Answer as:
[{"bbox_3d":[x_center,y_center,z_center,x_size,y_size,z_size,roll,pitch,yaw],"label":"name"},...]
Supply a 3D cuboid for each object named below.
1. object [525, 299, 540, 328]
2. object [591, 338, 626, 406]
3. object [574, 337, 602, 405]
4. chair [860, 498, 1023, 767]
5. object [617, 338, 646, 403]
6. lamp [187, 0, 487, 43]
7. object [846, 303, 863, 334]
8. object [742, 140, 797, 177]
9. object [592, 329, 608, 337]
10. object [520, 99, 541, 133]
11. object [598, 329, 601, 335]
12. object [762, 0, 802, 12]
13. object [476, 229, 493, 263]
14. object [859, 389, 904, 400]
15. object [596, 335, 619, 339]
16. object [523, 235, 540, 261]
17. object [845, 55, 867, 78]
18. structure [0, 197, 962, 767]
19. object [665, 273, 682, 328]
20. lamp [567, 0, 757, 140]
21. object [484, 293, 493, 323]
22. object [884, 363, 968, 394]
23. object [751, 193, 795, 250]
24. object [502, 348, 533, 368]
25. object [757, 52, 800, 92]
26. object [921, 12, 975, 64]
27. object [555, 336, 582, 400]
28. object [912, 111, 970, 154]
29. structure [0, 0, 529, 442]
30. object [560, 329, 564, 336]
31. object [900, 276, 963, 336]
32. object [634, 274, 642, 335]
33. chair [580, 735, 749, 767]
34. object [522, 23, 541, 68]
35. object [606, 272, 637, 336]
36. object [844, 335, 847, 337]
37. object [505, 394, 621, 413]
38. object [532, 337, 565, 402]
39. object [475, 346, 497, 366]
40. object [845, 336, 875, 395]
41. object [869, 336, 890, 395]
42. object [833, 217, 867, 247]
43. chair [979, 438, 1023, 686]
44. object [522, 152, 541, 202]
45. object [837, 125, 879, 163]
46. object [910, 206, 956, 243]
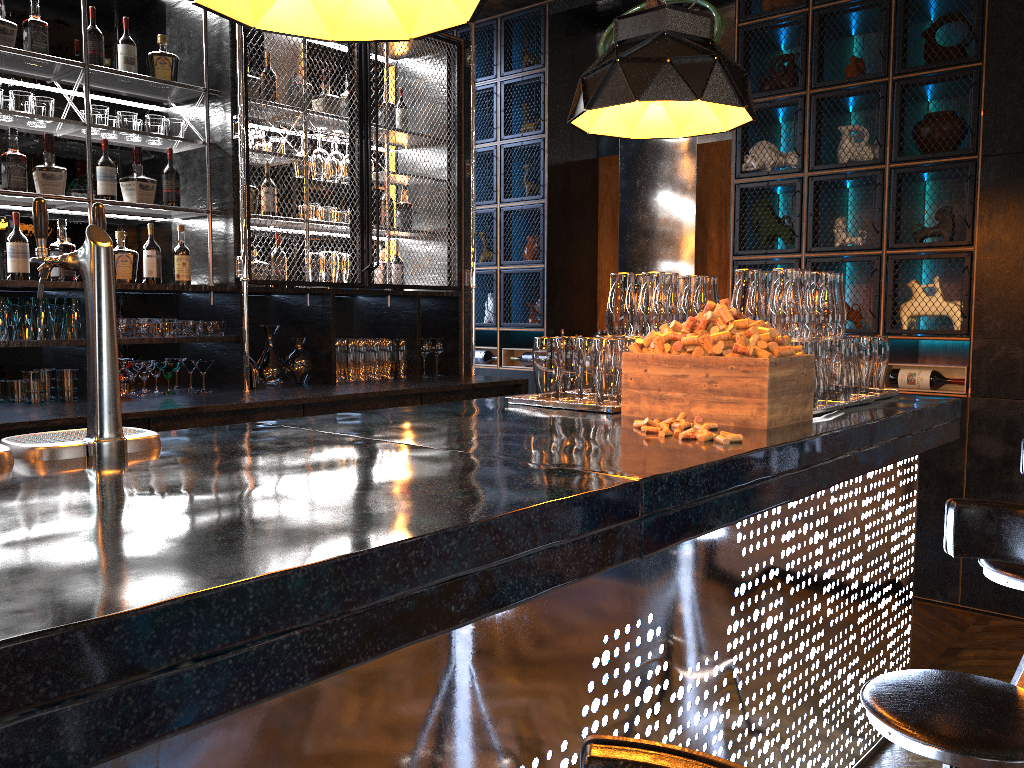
[{"bbox_3d":[0.178,-0.505,6.291,0.107,0.209,0.233,-3,5,-32],"label":"object"},{"bbox_3d":[0.291,-0.032,2.675,0.105,0.209,0.105,2,5,16],"label":"object"},{"bbox_3d":[0.248,-0.041,2.791,0.105,0.209,0.105,-2,5,-24],"label":"object"},{"bbox_3d":[0.782,0.785,1.523,0.476,1.108,0.419,-3,6,-34],"label":"chair"},{"bbox_3d":[0.371,-0.037,2.748,0.105,0.209,0.105,2,5,16],"label":"object"},{"bbox_3d":[-0.343,-1.542,1.688,0.607,1.564,0.582,4,6,41],"label":"lamp"},{"bbox_3d":[1.796,-0.412,4.812,0.208,0.280,0.131,2,5,23],"label":"object"},{"bbox_3d":[1.511,-1.274,5.039,0.403,0.221,0.192,1,5,11],"label":"object"},{"bbox_3d":[0.619,-0.250,6.175,0.229,0.294,0.165,1,5,10],"label":"object"},{"bbox_3d":[0.164,-1.838,6.152,0.290,0.290,0.097,4,6,40],"label":"object"},{"bbox_3d":[0.593,-0.231,6.027,0.080,0.279,0.080,0,5,0],"label":"object"},{"bbox_3d":[1.534,-2.153,4.965,0.253,0.249,0.126,1,5,11],"label":"object"},{"bbox_3d":[-0.120,-0.999,6.549,0.290,0.290,0.097,-1,5,-10],"label":"object"},{"bbox_3d":[1.128,0.027,3.160,0.437,0.019,0.273,4,6,41],"label":"object"},{"bbox_3d":[0.324,-0.062,3.025,0.105,0.209,0.105,-2,5,-24],"label":"object"},{"bbox_3d":[0.213,-0.943,6.300,0.278,0.222,0.138,-1,5,-19],"label":"object"},{"bbox_3d":[1.853,-1.662,4.755,0.105,0.168,0.210,4,6,41],"label":"object"},{"bbox_3d":[-0.886,0.513,1.223,1.214,1.685,6.009,4,6,41],"label":"structure"},{"bbox_3d":[0.518,-0.266,2.971,0.105,0.209,0.105,-2,5,-24],"label":"object"},{"bbox_3d":[0.486,-1.630,2.814,0.607,1.564,0.582,4,6,41],"label":"lamp"},{"bbox_3d":[-0.126,-0.553,6.623,0.126,0.249,0.253,2,5,16],"label":"object"},{"bbox_3d":[2.105,-0.032,4.495,0.396,0.132,0.123,4,6,42],"label":"object"},{"bbox_3d":[1.504,-0.916,5.079,0.167,0.356,0.255,-4,6,-44],"label":"object"},{"bbox_3d":[0.121,-0.181,6.242,0.396,0.132,0.122,4,6,41],"label":"object"},{"bbox_3d":[1.502,-1.723,5.007,0.253,0.249,0.126,4,6,41],"label":"object"},{"bbox_3d":[2.176,-1.697,4.439,0.249,0.290,0.114,4,6,41],"label":"object"},{"bbox_3d":[0.187,-0.052,2.914,0.105,0.209,0.105,-2,5,-24],"label":"object"},{"bbox_3d":[2.164,-1.241,4.481,0.265,0.239,0.266,2,5,20],"label":"object"},{"bbox_3d":[-2.549,-0.573,2.997,1.143,3.553,6.750,4,6,41],"label":"structure"},{"bbox_3d":[0.346,-0.239,6.107,0.080,0.279,0.080,0,5,0],"label":"object"},{"bbox_3d":[2.173,-0.401,4.541,0.164,0.303,0.341,-4,6,-44],"label":"object"},{"bbox_3d":[0.437,-0.274,3.057,0.105,0.209,0.105,-2,5,-24],"label":"object"},{"bbox_3d":[0.016,0.859,0.578,0.476,1.108,0.419,-3,6,-34],"label":"chair"},{"bbox_3d":[0.146,-2.307,6.136,0.198,0.358,0.116,4,6,41],"label":"object"},{"bbox_3d":[0.367,-0.267,2.969,0.105,0.209,0.105,-2,5,-24],"label":"object"},{"bbox_3d":[1.150,-0.069,3.169,0.105,0.209,0.105,-2,5,-24],"label":"object"},{"bbox_3d":[0.227,0.055,2.781,0.437,0.019,0.273,4,6,41],"label":"object"},{"bbox_3d":[0.116,-0.044,2.823,0.105,0.209,0.105,-2,5,-24],"label":"object"},{"bbox_3d":[-0.195,-0.206,6.526,0.396,0.132,0.123,4,6,41],"label":"object"},{"bbox_3d":[1.192,-0.059,3.053,0.105,0.209,0.105,2,5,16],"label":"object"},{"bbox_3d":[1.272,-0.065,3.127,0.105,0.209,0.105,2,5,16],"label":"object"},{"bbox_3d":[1.838,-0.811,4.824,0.183,0.210,0.096,5,6,44],"label":"object"},{"bbox_3d":[1.423,0.719,2.353,0.476,1.108,0.419,-4,6,-39],"label":"chair"},{"bbox_3d":[0.166,-1.443,6.227,0.198,0.358,0.116,1,5,11],"label":"object"},{"bbox_3d":[1.879,-1.264,4.764,0.253,0.249,0.126,1,5,11],"label":"object"},{"bbox_3d":[2.151,-0.794,4.530,0.212,0.220,0.119,2,5,25],"label":"object"}]
